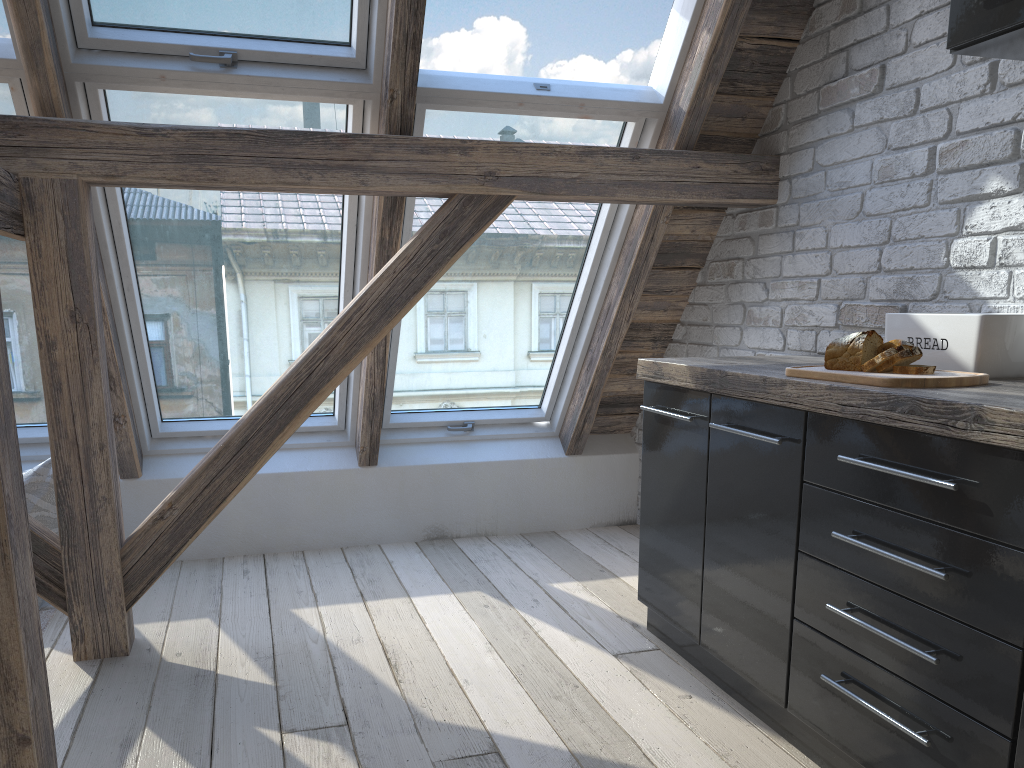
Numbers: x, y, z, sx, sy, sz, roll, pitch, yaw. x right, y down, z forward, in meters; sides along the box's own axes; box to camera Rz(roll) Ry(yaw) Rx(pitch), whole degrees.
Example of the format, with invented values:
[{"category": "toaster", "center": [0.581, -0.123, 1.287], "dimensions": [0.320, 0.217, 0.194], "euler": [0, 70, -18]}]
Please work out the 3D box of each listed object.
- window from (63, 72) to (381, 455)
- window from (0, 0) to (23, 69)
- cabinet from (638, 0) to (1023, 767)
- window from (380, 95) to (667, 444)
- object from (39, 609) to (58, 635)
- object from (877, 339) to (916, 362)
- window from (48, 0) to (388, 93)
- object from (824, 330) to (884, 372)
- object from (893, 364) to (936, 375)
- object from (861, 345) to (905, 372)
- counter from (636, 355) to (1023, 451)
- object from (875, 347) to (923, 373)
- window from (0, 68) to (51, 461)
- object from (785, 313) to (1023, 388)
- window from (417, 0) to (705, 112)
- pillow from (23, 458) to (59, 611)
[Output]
[{"category": "window", "center": [-0.942, -0.329, 3.073], "dimensions": [0.854, 1.305, 1.075], "euler": [-3, 10, -17]}, {"category": "window", "center": [-1.550, -1.417, 1.676], "dimensions": [0.854, 1.304, 1.380], "euler": [-3, 9, -17]}, {"category": "cabinet", "center": [0.551, -0.287, 0.403], "dimensions": [2.089, 2.561, 4.140], "euler": [-3, 8, -17]}, {"category": "window", "center": [-0.061, -0.354, 3.333], "dimensions": [0.854, 1.305, 1.075], "euler": [-3, 10, -17]}, {"category": "object", "center": [-2.869, 0.831, 1.897], "dimensions": [3.181, 0.058, 2.150], "euler": [-2, 5, -16]}, {"category": "object", "center": [0.817, -0.061, 1.857], "dimensions": [0.078, 0.068, 0.073], "euler": [-8, 12, -44]}, {"category": "window", "center": [-0.656, -1.438, 1.889], "dimensions": [0.854, 1.305, 1.075], "euler": [-3, 10, -17]}, {"category": "object", "center": [0.731, -0.073, 1.884], "dimensions": [0.085, 0.089, 0.089], "euler": [-7, 11, -39]}, {"category": "object", "center": [0.824, -0.029, 1.791], "dimensions": [0.077, 0.017, 0.068], "euler": [-5, 7, -39]}, {"category": "object", "center": [0.775, -0.053, 1.817], "dimensions": [0.083, 0.059, 0.071], "euler": [-7, 10, -41]}, {"category": "counter", "center": [0.426, 0.527, 0.748], "dimensions": [2.237, 0.870, 3.746], "euler": [-2, 6, -17]}, {"category": "object", "center": [0.801, -0.050, 1.805], "dimensions": [0.082, 0.056, 0.072], "euler": [-6, 10, -40]}, {"category": "window", "center": [-1.822, -0.304, 2.813], "dimensions": [0.854, 1.305, 1.075], "euler": [-3, 10, -17]}, {"category": "object", "center": [0.908, -0.083, 1.904], "dimensions": [0.587, 0.136, 0.376], "euler": [-3, 7, -28]}, {"category": "window", "center": [0.207, -1.468, 2.207], "dimensions": [0.854, 1.304, 1.493], "euler": [-3, 9, -17]}, {"category": "pillow", "center": [-2.098, 0.513, 3.024], "dimensions": [1.153, 0.546, 0.491], "euler": [-1, 9, -11]}]
